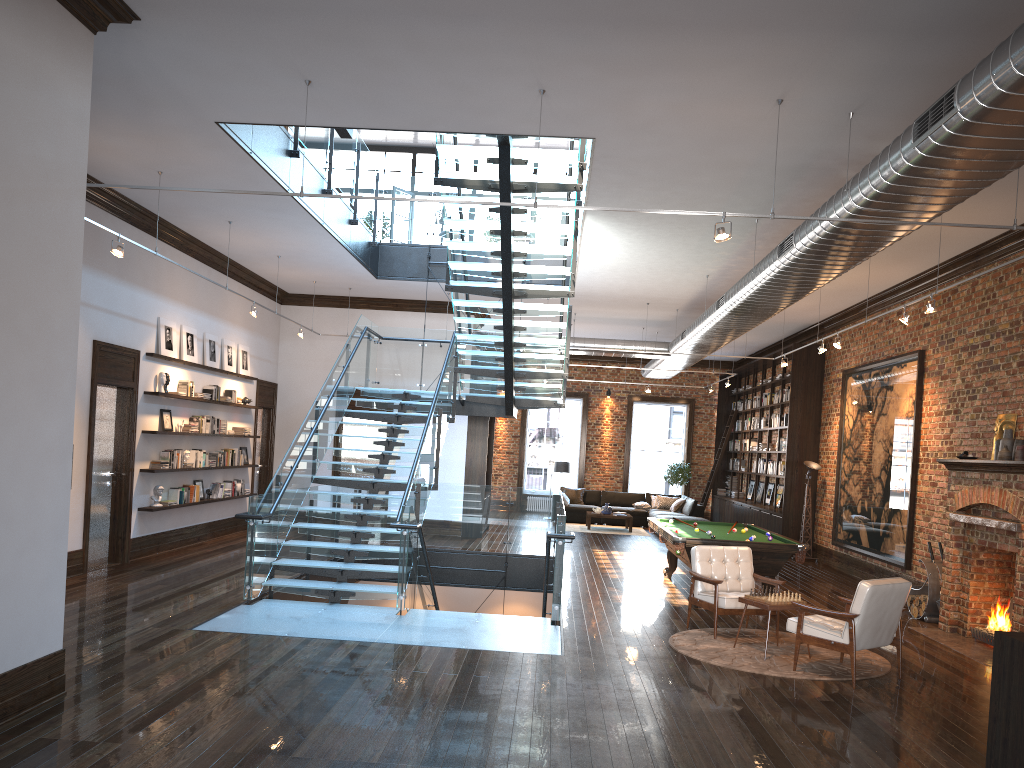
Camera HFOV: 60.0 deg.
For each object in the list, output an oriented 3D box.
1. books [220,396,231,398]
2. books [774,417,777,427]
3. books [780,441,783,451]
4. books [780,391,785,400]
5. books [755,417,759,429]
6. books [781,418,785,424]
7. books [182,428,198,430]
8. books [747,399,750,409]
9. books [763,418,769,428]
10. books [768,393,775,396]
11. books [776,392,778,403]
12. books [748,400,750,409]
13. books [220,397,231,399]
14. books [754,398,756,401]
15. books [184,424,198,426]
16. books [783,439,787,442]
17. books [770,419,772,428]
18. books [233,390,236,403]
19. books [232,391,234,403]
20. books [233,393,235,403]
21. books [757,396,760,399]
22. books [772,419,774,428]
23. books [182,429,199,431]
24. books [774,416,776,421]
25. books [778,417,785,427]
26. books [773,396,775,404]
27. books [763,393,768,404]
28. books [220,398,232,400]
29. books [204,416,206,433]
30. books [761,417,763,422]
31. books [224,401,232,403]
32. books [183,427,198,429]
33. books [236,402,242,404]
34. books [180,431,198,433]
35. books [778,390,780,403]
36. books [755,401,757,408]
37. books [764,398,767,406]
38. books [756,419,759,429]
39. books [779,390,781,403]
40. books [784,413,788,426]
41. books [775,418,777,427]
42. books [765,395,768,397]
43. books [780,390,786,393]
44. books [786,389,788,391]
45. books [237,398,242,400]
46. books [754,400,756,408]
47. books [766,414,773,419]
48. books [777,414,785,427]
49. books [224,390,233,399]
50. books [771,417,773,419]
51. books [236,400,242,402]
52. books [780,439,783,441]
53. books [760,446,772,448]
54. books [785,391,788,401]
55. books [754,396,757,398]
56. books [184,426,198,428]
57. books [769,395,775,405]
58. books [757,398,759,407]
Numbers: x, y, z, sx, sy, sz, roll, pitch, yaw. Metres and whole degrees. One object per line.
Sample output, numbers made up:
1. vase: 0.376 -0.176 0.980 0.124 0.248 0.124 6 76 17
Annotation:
1. books: -4.563 0.212 14.118 0.116 0.021 0.192 4 -4 -2
2. books: 5.775 0.840 19.224 0.160 0.242 0.031 3 1 3
3. books: 5.709 1.304 18.592 0.184 0.222 0.033 3 1 3
4. books: 5.780 0.285 18.808 0.180 0.279 0.009 3 1 3
5. books: 5.863 0.946 21.060 0.175 0.303 0.067 3 1 3
6. books: 5.759 0.825 18.813 0.182 0.218 0.051 3 1 3
7. books: -4.651 0.652 12.789 0.142 0.011 0.256 3 -4 5
8. books: 5.931 0.515 22.039 0.163 0.297 0.029 3 1 3
9. books: 5.794 0.900 20.001 0.272 0.241 0.083 3 0 3
10. books: 5.842 0.359 19.936 0.181 0.298 0.009 3 1 3
11. books: 5.787 0.317 19.107 0.184 0.258 0.032 3 1 3
12. books: 5.937 0.533 21.982 0.178 0.254 0.036 3 1 3
13. books: -4.563 0.228 14.103 0.118 0.013 0.206 3 -4 8
14. books: 5.891 0.471 21.232 0.192 0.267 0.016 3 1 3
15. books: -4.642 0.588 12.788 0.141 0.011 0.288 3 -4 -2
16. books: 5.739 1.281 18.557 0.137 0.267 0.034 3 1 3
17. books: 5.772 0.874 19.476 0.223 0.209 0.064 3 0 3
18. books: -4.541 0.202 14.294 0.161 0.208 0.012 3 1 3
19. books: -4.545 0.205 14.236 0.142 0.193 0.013 3 1 3
20. books: -4.541 0.221 14.249 0.162 0.165 0.013 3 1 3
21. books: 5.884 0.440 20.969 0.176 0.289 0.030 3 1 3
22. books: 5.772 0.865 19.347 0.181 0.208 0.030 3 1 3
23. books: -4.647 0.663 12.789 0.141 0.011 0.288 3 -4 7
24. books: 5.781 0.832 19.295 0.166 0.269 0.011 3 1 3
25. books: 5.752 0.818 18.842 0.171 0.238 0.058 3 1 3
26. books: 5.803 0.362 19.350 0.183 0.206 0.053 3 0 3
27. books: 5.854 0.374 20.331 0.186 0.329 0.069 3 1 3
28. books: -4.565 0.238 14.090 0.134 0.011 0.255 3 -4 3
29. books: -4.623 0.601 13.130 0.167 0.251 0.022 3 1 3
30. books: 5.822 0.909 20.453 0.190 0.284 0.013 3 1 3
31. books: -4.560 0.286 14.105 0.142 0.012 0.225 3 -4 3
32. books: -4.647 0.631 12.788 0.142 0.011 0.257 3 -4 -1
33. books: -4.540 0.310 14.539 0.143 0.028 0.235 3 -4 3
34. books: -4.655 0.695 12.789 0.141 0.011 0.287 3 -4 5
35. books: 5.779 0.285 18.956 0.183 0.300 0.018 3 1 3
36. books: 5.887 0.503 21.111 0.176 0.185 0.035 3 1 3
37. books: 5.829 0.422 20.155 0.193 0.202 0.027 3 1 3
38. books: 5.842 0.959 20.890 0.191 0.249 0.024 3 1 3
39. books: 5.790 0.277 18.884 0.182 0.307 0.009 3 1 3
40. books: 5.681 0.740 18.076 0.245 0.265 0.038 3 1 3
41. books: 5.758 0.845 19.079 0.180 0.209 0.024 3 1 3
42. books: 5.839 0.391 20.187 0.180 0.271 0.011 3 1 3
43. books: 5.788 0.277 18.820 0.188 0.297 0.014 3 1 3
44. books: 5.780 0.255 18.500 0.150 0.294 0.032 3 1 3
45. books: -4.539 0.242 14.526 0.143 0.028 0.219 3 -4 8
46. books: 5.878 0.499 21.170 0.187 0.200 0.030 3 1 3
47. books: 5.824 0.856 20.060 0.155 0.334 0.014 3 1 3
48. books: 5.754 0.795 18.920 0.183 0.285 0.034 3 1 3
49. books: -4.549 0.201 14.224 0.135 0.200 0.011 3 1 3
50. books: 5.775 0.859 19.508 0.186 0.244 0.079 3 0 3
51. books: -4.535 0.282 14.533 0.154 0.028 0.191 4 -4 -2
52. books: 5.719 1.296 18.689 0.169 0.253 0.014 3 1 3
53. books: 5.765 1.431 20.115 0.235 0.014 0.166 3 -4 3
54. books: 5.761 0.273 18.399 0.184 0.242 0.030 3 1 3
55. books: 5.916 0.457 21.362 0.166 0.316 0.016 3 1 3
56. books: -4.649 0.620 12.788 0.142 0.011 0.256 3 -4 0
57. books: 5.825 0.369 19.788 0.190 0.255 0.061 3 1 3
58. books: 5.879 0.454 20.915 0.185 0.253 0.030 3 1 3
